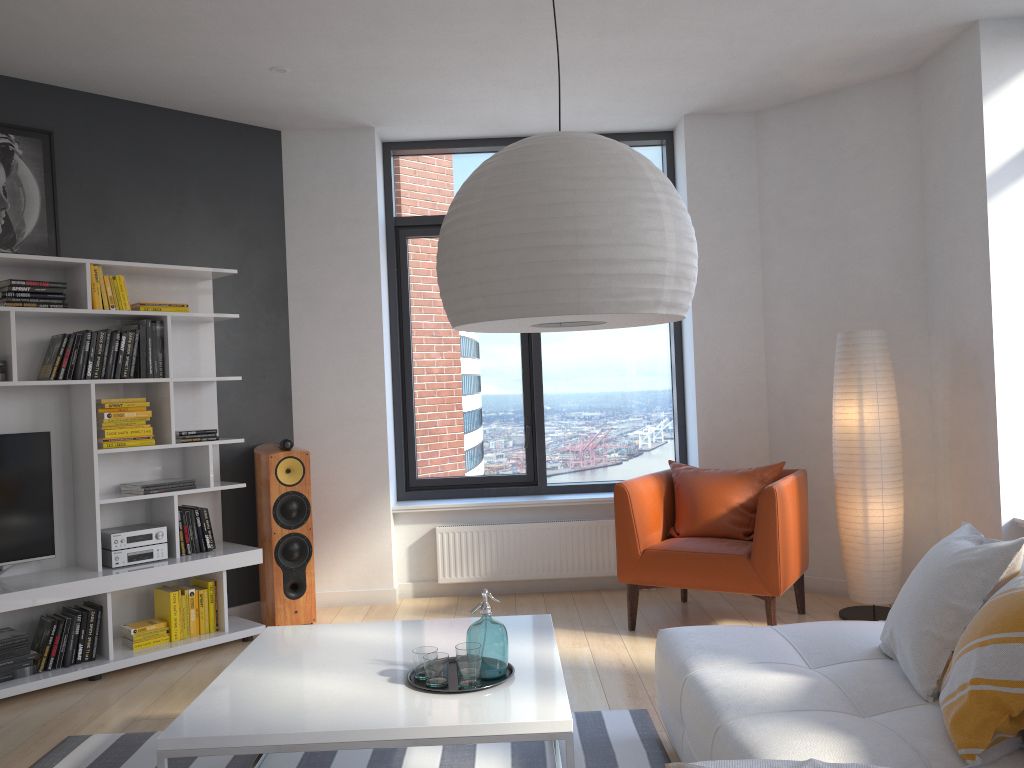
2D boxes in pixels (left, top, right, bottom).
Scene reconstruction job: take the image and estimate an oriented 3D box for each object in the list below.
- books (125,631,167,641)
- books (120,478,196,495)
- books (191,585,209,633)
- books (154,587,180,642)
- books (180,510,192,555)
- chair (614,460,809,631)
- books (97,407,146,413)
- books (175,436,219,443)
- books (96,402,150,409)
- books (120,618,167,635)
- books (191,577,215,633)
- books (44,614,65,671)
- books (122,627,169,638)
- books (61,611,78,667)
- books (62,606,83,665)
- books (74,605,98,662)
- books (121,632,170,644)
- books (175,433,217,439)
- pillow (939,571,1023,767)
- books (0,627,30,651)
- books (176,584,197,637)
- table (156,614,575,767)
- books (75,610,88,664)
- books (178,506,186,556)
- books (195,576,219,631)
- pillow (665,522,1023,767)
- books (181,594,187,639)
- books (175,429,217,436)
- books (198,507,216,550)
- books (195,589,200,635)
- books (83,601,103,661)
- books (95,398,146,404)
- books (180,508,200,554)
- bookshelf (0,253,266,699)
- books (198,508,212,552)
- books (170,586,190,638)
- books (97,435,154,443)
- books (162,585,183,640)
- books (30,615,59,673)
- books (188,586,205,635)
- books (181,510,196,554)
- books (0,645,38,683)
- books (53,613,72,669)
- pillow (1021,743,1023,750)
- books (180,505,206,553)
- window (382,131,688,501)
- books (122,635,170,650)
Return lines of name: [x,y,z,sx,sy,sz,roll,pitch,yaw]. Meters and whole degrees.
books: [-1.891,1.292,4.580,0.169,0.018,0.113,-2,0,-44]
books: [-1.906,0.550,4.775,0.250,0.047,0.310,-3,0,40]
books: [-1.699,1.220,4.812,0.172,0.234,0.024,-3,0,44]
books: [-1.823,1.214,4.686,0.198,0.255,0.044,-3,0,44]
books: [-1.813,0.805,4.824,0.189,0.240,0.053,-3,0,45]
chair: [1.137,0.866,4.853,0.896,0.858,0.843,-3,0,32]
books: [-2.059,0.136,4.669,0.227,0.022,0.160,-2,0,-30]
books: [-1.749,0.305,4.881,0.213,0.023,0.161,-2,0,-42]
books: [-2.052,0.112,4.673,0.223,0.023,0.163,-2,0,-41]
books: [-1.910,1.257,4.601,0.138,0.026,0.186,-3,0,44]
books: [-1.684,1.202,4.836,0.204,0.270,0.029,-3,0,44]
books: [-2.231,1.242,4.274,0.187,0.234,0.096,-3,0,45]
books: [-1.898,1.276,4.595,0.134,0.014,0.187,-3,0,44]
books: [-2.166,1.236,4.303,0.069,0.242,0.172,-2,0,-45]
books: [-2.169,1.229,4.338,0.192,0.254,0.075,-3,0,44]
books: [-2.122,1.229,4.382,0.191,0.249,0.084,-3,0,44]
books: [-1.900,1.306,4.597,0.148,0.011,0.196,-3,0,45]
books: [-1.753,0.286,4.882,0.142,0.015,0.198,-3,0,43]
pillow: [0.692,0.681,1.740,2.095,0.440,0.630,-2,0,-44]
books: [-2.453,1.205,4.117,0.250,0.047,0.310,-3,0,40]
books: [-1.754,1.214,4.753,0.185,0.250,0.035,-3,0,44]
table: [-0.382,1.123,2.867,1.091,0.435,1.091,-2,0,-1]
books: [-2.145,1.235,4.353,0.179,0.243,0.068,-3,0,43]
books: [-1.839,0.790,4.804,0.202,0.268,0.053,-3,0,44]
books: [-1.671,1.201,4.862,0.213,0.270,0.025,-3,0,44]
pillow: [0.887,0.656,1.992,0.580,0.456,2.156,-3,0,25]
books: [-1.775,1.227,4.707,0.156,0.229,0.024,-3,0,44]
books: [-1.763,0.267,4.895,0.213,0.023,0.161,-2,0,-42]
books: [-1.731,0.803,4.937,0.179,0.233,0.077,-3,0,44]
books: [-1.734,1.219,4.776,0.169,0.239,0.023,-3,0,44]
books: [-2.100,1.224,4.407,0.197,0.260,0.066,-3,0,44]
books: [-2.076,0.090,4.682,0.223,0.023,0.163,-2,0,-41]
books: [-1.770,0.800,4.847,0.169,0.242,0.050,-3,0,44]
bookshelf: [-2.605,0.425,3.961,0.455,2.052,3.000,-3,0,44]
books: [-1.732,0.799,4.891,0.177,0.242,0.066,-3,0,44]
books: [-1.774,1.214,4.735,0.180,0.251,0.019,-3,0,44]
books: [-2.045,0.288,4.654,0.257,0.024,0.203,-2,0,-43]
books: [-1.804,1.211,4.709,0.199,0.263,0.015,-3,0,44]
books: [-2.251,1.242,4.247,0.182,0.234,0.104,-3,0,45]
books: [-1.715,1.220,4.790,0.172,0.234,0.024,-3,0,44]
books: [-1.791,0.805,4.836,0.170,0.236,0.049,-3,0,45]
books: [-2.429,1.296,4.105,0.277,0.137,0.343,-3,0,39]
books: [-2.199,1.240,4.287,0.169,0.233,0.081,-3,0,43]
pillow: [0.069,0.687,1.522,2.953,0.453,0.647,-2,0,-13]
books: [-1.759,0.795,4.875,0.193,0.255,0.066,-3,0,44]
window: [0.157,-0.457,6.012,1.960,2.402,0.170,-2,0,-1]
books: [-1.897,1.328,4.594,0.147,0.033,0.190,-3,0,44]
